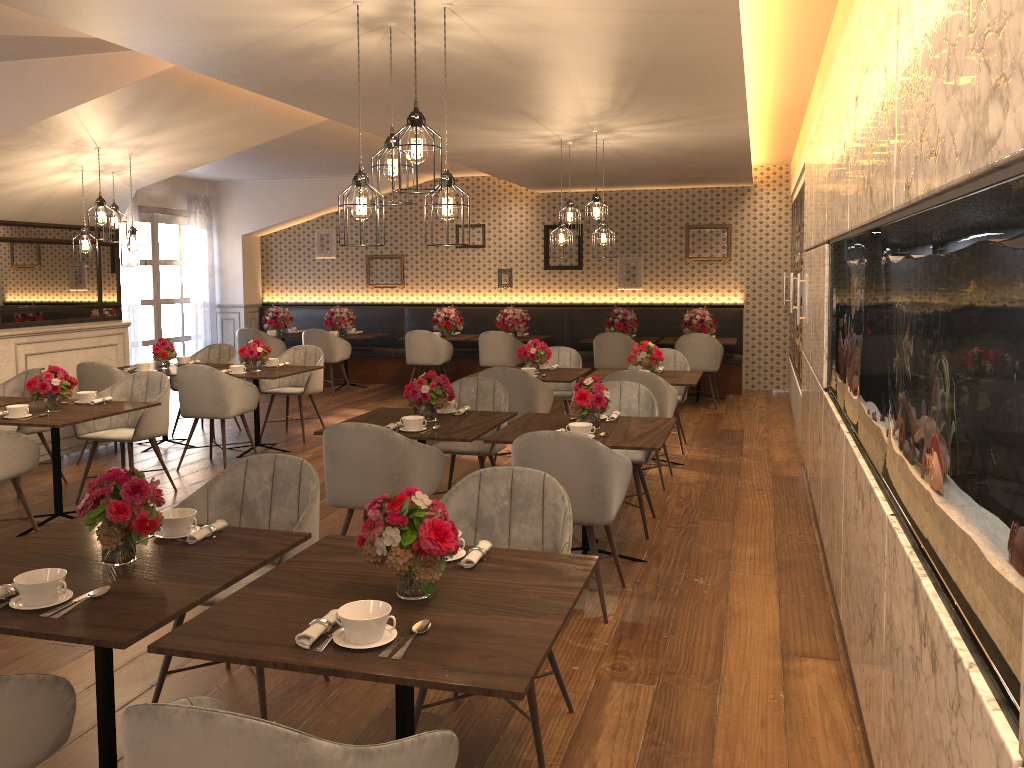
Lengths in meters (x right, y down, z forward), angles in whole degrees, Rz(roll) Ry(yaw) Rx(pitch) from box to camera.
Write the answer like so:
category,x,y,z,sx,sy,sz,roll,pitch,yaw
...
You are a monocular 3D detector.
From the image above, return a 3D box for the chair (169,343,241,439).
category,x,y,z,sx,sy,sz,roll,pitch,yaw
chair,-3.005,0.055,8.735,0.565,0.869,0.528,1,5,16

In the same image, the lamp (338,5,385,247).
category,x,y,z,sx,sy,sz,roll,pitch,yaw
lamp,-0.621,-1.594,3.555,0.175,2.062,0.176,1,4,17

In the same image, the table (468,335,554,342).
category,x,y,z,sx,sy,sz,roll,pitch,yaw
table,0.005,-0.244,11.518,0.896,0.718,0.901,1,6,16

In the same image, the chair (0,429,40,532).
category,x,y,z,sx,sy,sz,roll,pitch,yaw
chair,-3.034,0.534,4.960,0.565,0.869,0.528,1,5,16

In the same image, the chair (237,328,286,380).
category,x,y,z,sx,sy,sz,roll,pitch,yaw
chair,-3.351,-0.326,11.754,0.565,0.869,0.528,1,5,16

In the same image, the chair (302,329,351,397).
category,x,y,z,sx,sy,sz,roll,pitch,yaw
chair,-2.427,-0.300,11.496,0.565,0.869,0.528,1,5,16

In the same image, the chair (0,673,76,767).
category,x,y,z,sx,sy,sz,roll,pitch,yaw
chair,-1.355,0.901,1.972,0.565,0.869,0.528,1,5,16

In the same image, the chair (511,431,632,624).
category,x,y,z,sx,sy,sz,roll,pitch,yaw
chair,0.263,0.608,4.191,0.565,0.869,0.528,1,5,16

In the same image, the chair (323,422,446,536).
category,x,y,z,sx,sy,sz,roll,pitch,yaw
chair,-0.660,0.582,4.449,0.565,0.869,0.528,1,5,16

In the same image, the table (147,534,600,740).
category,x,y,z,sx,sy,sz,roll,pitch,yaw
table,-0.286,0.918,2.375,0.896,0.718,0.901,1,6,16

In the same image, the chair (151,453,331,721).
category,x,y,z,sx,sy,sz,roll,pitch,yaw
chair,-0.982,0.737,3.244,0.565,0.869,0.528,1,5,16

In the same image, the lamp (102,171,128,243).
category,x,y,z,sx,sy,sz,roll,pitch,yaw
lamp,-3.133,-2.146,6.908,0.175,2.062,0.176,1,4,17

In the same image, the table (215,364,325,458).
category,x,y,z,sx,sy,sz,roll,pitch,yaw
table,-2.264,0.237,7.853,0.896,0.718,0.901,1,6,16

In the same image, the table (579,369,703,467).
category,x,y,z,sx,sy,sz,roll,pitch,yaw
table,1.075,0.292,7.232,0.896,0.718,0.901,1,6,16

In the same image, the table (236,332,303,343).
category,x,y,z,sx,sy,sz,roll,pitch,yaw
table,-3.207,-0.335,12.415,0.896,0.718,0.901,1,6,16

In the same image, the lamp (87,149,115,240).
category,x,y,z,sx,sy,sz,roll,pitch,yaw
lamp,-2.962,-2.071,6.311,0.175,2.062,0.176,1,4,17

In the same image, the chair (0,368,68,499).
category,x,y,z,sx,sy,sz,roll,pitch,yaw
chair,-3.630,0.342,6.503,0.565,0.869,0.528,1,5,16

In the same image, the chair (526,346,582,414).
category,x,y,z,sx,sy,sz,roll,pitch,yaw
chair,0.379,0.111,8.102,0.565,0.869,0.528,1,5,16

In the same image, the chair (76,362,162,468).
category,x,y,z,sx,sy,sz,roll,pitch,yaw
chair,-3.332,0.220,7.451,0.565,0.869,0.528,1,5,16

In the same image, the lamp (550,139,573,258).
category,x,y,z,sx,sy,sz,roll,pitch,yaw
lamp,0.400,-2.063,7.199,0.175,2.062,0.176,1,4,17

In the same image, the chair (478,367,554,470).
category,x,y,z,sx,sy,sz,roll,pitch,yaw
chair,0.007,0.275,6.830,0.565,0.869,0.528,1,5,16

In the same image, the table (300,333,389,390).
category,x,y,z,sx,sy,sz,roll,pitch,yaw
table,-2.283,-0.309,12.157,0.896,0.718,0.901,1,6,16

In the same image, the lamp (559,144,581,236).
category,x,y,z,sx,sy,sz,roll,pitch,yaw
lamp,0.487,-2.296,7.501,0.175,2.062,0.176,1,4,17

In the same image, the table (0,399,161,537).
category,x,y,z,sx,sy,sz,roll,pitch,yaw
table,-2.890,0.525,5.620,0.896,0.718,0.901,1,6,16

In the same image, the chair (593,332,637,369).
category,x,y,z,sx,sy,sz,roll,pitch,yaw
chair,1.224,-0.196,10.476,0.565,0.869,0.528,1,5,16

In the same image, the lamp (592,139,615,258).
category,x,y,z,sx,sy,sz,roll,pitch,yaw
lamp,0.747,-2.070,7.233,0.175,2.062,0.176,1,4,17

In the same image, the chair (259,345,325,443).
category,x,y,z,sx,sy,sz,roll,pitch,yaw
chair,-2.081,0.081,8.477,0.565,0.869,0.528,1,5,16

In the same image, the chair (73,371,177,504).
category,x,y,z,sx,sy,sz,roll,pitch,yaw
chair,-2.707,0.368,6.245,0.565,0.869,0.528,1,5,16

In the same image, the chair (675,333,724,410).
category,x,y,z,sx,sy,sz,roll,pitch,yaw
chair,2.148,-0.170,10.218,0.565,0.869,0.528,1,5,16

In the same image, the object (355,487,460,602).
category,x,y,z,sx,sy,sz,roll,pitch,yaw
object,-0.263,0.407,2.343,0.305,0.300,0.235,4,7,37

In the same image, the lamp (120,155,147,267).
category,x,y,z,sx,sy,sz,roll,pitch,yaw
lamp,-2.873,-1.920,6.640,0.175,2.062,0.176,1,4,17

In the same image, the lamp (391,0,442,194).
category,x,y,z,sx,sy,sz,roll,pitch,yaw
lamp,-0.363,-1.752,3.260,0.175,2.062,0.176,1,4,17

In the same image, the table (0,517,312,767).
category,x,y,z,sx,sy,sz,roll,pitch,yaw
table,-1.210,0.892,2.633,0.896,0.718,0.901,1,6,16

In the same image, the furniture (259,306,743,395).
category,x,y,z,sx,sy,sz,roll,pitch,yaw
furniture,-0.457,-0.520,12.294,7.089,1.077,0.543,2,5,16

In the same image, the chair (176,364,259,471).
category,x,y,z,sx,sy,sz,roll,pitch,yaw
chair,-2.408,0.246,7.193,0.565,0.869,0.528,1,5,16

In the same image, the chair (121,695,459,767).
category,x,y,z,sx,sy,sz,roll,pitch,yaw
chair,-0.431,0.927,1.714,0.565,0.869,0.528,1,5,16

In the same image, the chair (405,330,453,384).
category,x,y,z,sx,sy,sz,roll,pitch,yaw
chair,-1.063,-0.261,11.115,0.565,0.869,0.528,1,5,16

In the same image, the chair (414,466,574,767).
category,x,y,z,sx,sy,sz,roll,pitch,yaw
chair,-0.058,0.763,2.986,0.565,0.869,0.528,1,5,16

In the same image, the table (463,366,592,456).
category,x,y,z,sx,sy,sz,roll,pitch,yaw
table,0.151,0.266,7.490,0.896,0.718,0.901,1,6,16

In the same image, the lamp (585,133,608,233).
category,x,y,z,sx,sy,sz,roll,pitch,yaw
lamp,0.658,-2.222,6.904,0.175,2.062,0.176,1,4,17

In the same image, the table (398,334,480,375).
category,x,y,z,sx,sy,sz,roll,pitch,yaw
table,-0.919,-0.270,11.776,0.896,0.718,0.901,1,6,16

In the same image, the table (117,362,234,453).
category,x,y,z,sx,sy,sz,roll,pitch,yaw
table,-3.188,0.211,8.111,0.896,0.718,0.901,1,6,16

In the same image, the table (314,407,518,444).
category,x,y,z,sx,sy,sz,roll,pitch,yaw
table,-0.516,0.573,5.109,0.896,0.718,0.901,1,6,16

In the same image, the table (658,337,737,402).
category,x,y,z,sx,sy,sz,roll,pitch,yaw
table,2.292,-0.179,10.879,0.896,0.718,0.901,1,6,16

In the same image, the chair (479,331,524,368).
category,x,y,z,sx,sy,sz,roll,pitch,yaw
chair,-0.140,-0.235,10.857,0.565,0.869,0.528,1,5,16

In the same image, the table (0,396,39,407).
category,x,y,z,sx,sy,sz,roll,pitch,yaw
table,-3.813,0.498,5.879,0.896,0.718,0.901,1,6,16

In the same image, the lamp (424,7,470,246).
category,x,y,z,sx,sy,sz,roll,pitch,yaw
lamp,-0.274,-1.601,3.589,0.175,2.062,0.176,1,4,17

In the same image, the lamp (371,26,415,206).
category,x,y,z,sx,sy,sz,roll,pitch,yaw
lamp,-0.534,-1.827,3.857,0.175,2.062,0.176,1,4,17

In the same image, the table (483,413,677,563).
category,x,y,z,sx,sy,sz,roll,pitch,yaw
table,0.408,0.599,4.851,0.896,0.718,0.901,1,6,16

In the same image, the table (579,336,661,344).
category,x,y,z,sx,sy,sz,roll,pitch,yaw
table,1.369,-0.205,11.137,0.896,0.718,0.901,1,6,16

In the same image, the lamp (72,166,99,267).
category,x,y,z,sx,sy,sz,roll,pitch,yaw
lamp,-3.220,-1.913,6.606,0.175,2.062,0.176,1,4,17

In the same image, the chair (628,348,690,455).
category,x,y,z,sx,sy,sz,roll,pitch,yaw
chair,1.303,0.137,7.843,0.565,0.869,0.528,1,5,16

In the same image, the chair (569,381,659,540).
category,x,y,z,sx,sy,sz,roll,pitch,yaw
chair,0.636,0.444,5.463,0.565,0.869,0.528,1,5,16

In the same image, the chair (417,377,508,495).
category,x,y,z,sx,sy,sz,roll,pitch,yaw
chair,-0.288,0.418,5.721,0.565,0.869,0.528,1,5,16

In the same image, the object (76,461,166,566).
category,x,y,z,sx,sy,sz,roll,pitch,yaw
object,-1.170,0.379,2.626,0.235,0.300,0.306,-5,7,-41

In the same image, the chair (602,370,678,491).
category,x,y,z,sx,sy,sz,roll,pitch,yaw
chair,0.930,0.301,6.572,0.565,0.869,0.528,1,5,16
